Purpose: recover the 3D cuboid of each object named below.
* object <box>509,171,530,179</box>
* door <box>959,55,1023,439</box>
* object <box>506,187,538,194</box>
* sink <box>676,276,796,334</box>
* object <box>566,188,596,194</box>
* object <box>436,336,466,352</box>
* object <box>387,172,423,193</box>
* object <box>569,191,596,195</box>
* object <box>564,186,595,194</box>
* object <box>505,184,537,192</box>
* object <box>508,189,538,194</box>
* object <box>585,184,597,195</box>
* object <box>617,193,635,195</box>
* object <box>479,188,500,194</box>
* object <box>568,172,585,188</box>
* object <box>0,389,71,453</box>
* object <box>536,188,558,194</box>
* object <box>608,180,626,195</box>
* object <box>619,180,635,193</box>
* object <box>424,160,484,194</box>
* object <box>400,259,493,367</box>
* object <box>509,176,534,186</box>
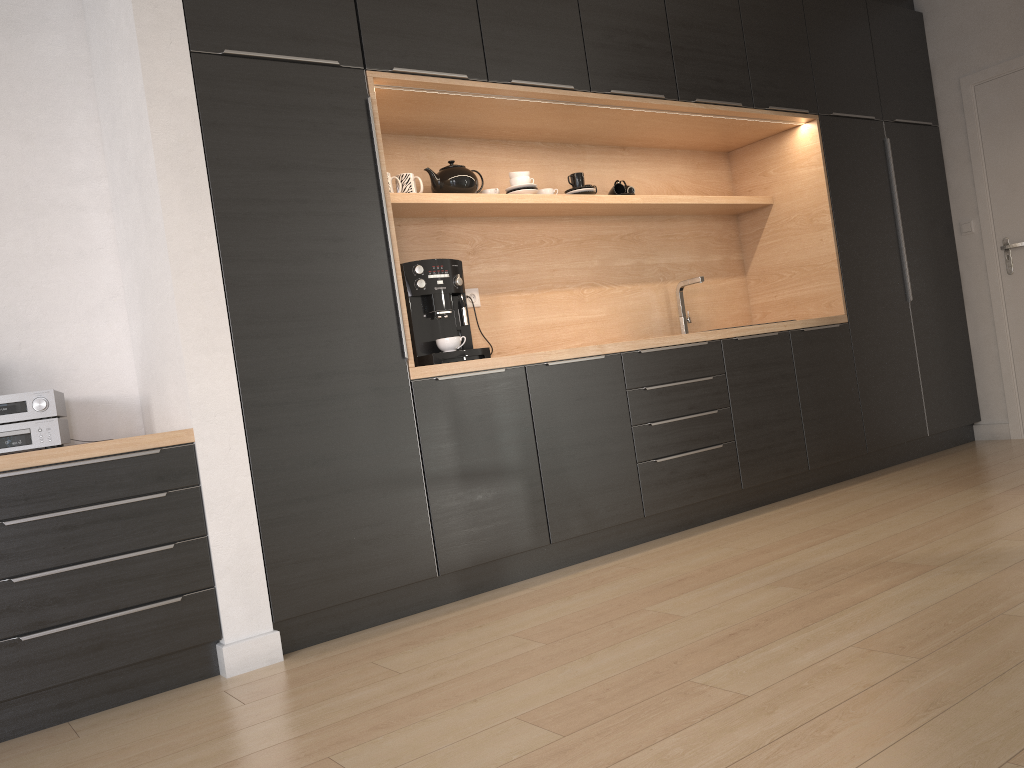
[{"bbox_3d":[0.034,-0.924,3.969,0.095,0.075,0.098,-8,0,-24],"label":"object"},{"bbox_3d":[3.054,-0.771,4.798,0.085,2.136,0.974,-8,0,-36],"label":"door"},{"bbox_3d":[0.046,-0.853,3.971,0.145,0.025,0.145,-8,0,41],"label":"object"},{"bbox_3d":[1.022,-0.291,4.461,0.626,0.518,0.512,-8,0,-36],"label":"sink"},{"bbox_3d":[0.326,-0.895,4.195,0.145,0.025,0.145,-8,0,-22],"label":"object"},{"bbox_3d":[-0.233,-0.142,3.308,0.095,0.057,0.099,-8,0,-33],"label":"object"},{"bbox_3d":[-0.515,-0.800,3.602,0.297,0.105,0.112,-8,0,-34],"label":"object"},{"bbox_3d":[0.325,-0.883,4.195,0.145,0.025,0.145,-8,0,-22],"label":"object"},{"bbox_3d":[0.321,-0.907,4.195,0.145,0.025,0.145,-8,0,-22],"label":"object"},{"bbox_3d":[0.043,-0.866,3.968,0.145,0.025,0.145,-8,0,41],"label":"object"},{"bbox_3d":[0.046,-0.842,3.968,0.145,0.025,0.145,-8,0,41],"label":"object"},{"bbox_3d":[0.370,-0.923,4.332,0.066,0.092,0.084,-8,0,-29],"label":"object"},{"bbox_3d":[0.538,-0.914,4.381,0.145,0.025,0.145,-8,0,-33],"label":"object"},{"bbox_3d":[-0.097,-0.837,3.980,0.099,0.057,0.095,-8,0,12],"label":"object"},{"bbox_3d":[0.309,-0.948,4.190,0.066,0.092,0.084,-8,0,23],"label":"object"},{"bbox_3d":[-1.530,0.126,2.710,0.285,0.174,0.270,-8,0,-21],"label":"object"},{"bbox_3d":[0.155,-0.883,4.182,0.095,0.057,0.099,-8,0,-38],"label":"object"},{"bbox_3d":[0.509,-0.954,4.369,0.066,0.093,0.100,-8,0,-21],"label":"object"},{"bbox_3d":[0.563,-0.968,4.399,0.066,0.093,0.100,-8,0,-26],"label":"object"},{"bbox_3d":[-0.245,-0.873,3.808,0.240,0.171,0.213,-8,0,1],"label":"object"},{"bbox_3d":[-0.230,-0.276,3.571,0.618,0.398,0.584,-8,0,-35],"label":"object"},{"bbox_3d":[0.040,-0.891,3.972,0.095,0.057,0.099,-8,0,27],"label":"object"}]
